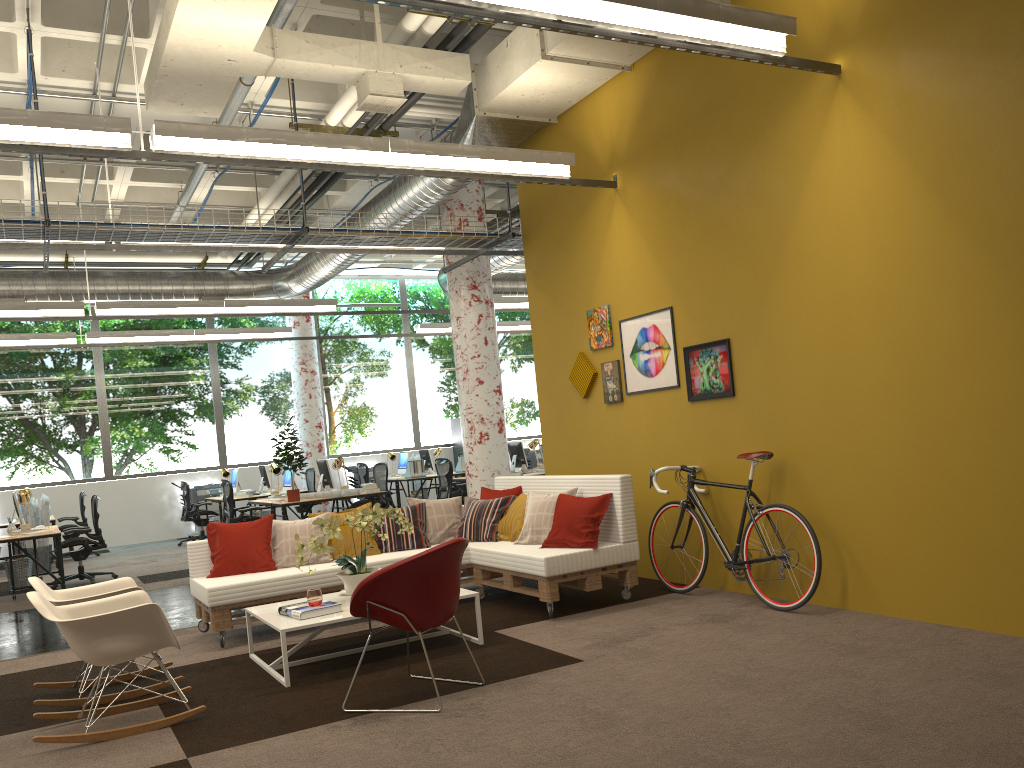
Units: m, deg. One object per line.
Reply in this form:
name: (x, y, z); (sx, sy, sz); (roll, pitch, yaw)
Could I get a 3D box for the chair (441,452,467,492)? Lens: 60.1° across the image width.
chair: (-1.068, 1.906, 17.556); (0.791, 1.085, 0.773); (-4, -2, -45)

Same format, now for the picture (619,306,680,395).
picture: (1.106, -0.255, 7.197); (0.018, 0.632, 0.708); (-5, -2, -29)

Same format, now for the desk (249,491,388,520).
desk: (-2.635, 1.883, 12.008); (1.398, 0.724, 1.947); (-4, -3, -28)

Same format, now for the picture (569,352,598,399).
picture: (0.644, -0.079, 8.038); (0.047, 0.424, 0.426); (-5, -2, -29)

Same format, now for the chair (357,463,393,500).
chair: (-2.572, 1.989, 16.532); (0.791, 1.085, 0.773); (-4, -2, -45)

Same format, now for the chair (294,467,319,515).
chair: (-3.807, 2.081, 16.074); (0.791, 1.085, 0.773); (-4, -2, -45)

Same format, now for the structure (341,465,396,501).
structure: (-2.894, 2.124, 18.050); (1.056, 1.057, 0.504); (-4, -1, -28)

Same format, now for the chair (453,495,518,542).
chair: (-0.248, 1.154, 7.502); (0.518, 0.392, 0.357); (-7, -2, 31)

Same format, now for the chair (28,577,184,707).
chair: (-2.451, 1.481, 5.317); (0.792, 0.753, 0.616); (-4, -2, -28)

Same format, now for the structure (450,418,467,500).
structure: (-0.788, 1.613, 19.209); (0.749, 1.809, 0.640); (-5, -1, -28)

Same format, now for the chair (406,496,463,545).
chair: (-0.620, 1.173, 7.650); (0.544, 0.437, 0.335); (-5, -2, -23)

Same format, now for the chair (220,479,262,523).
chair: (-3.535, 1.775, 11.729); (0.791, 1.085, 0.773); (-4, -2, -45)

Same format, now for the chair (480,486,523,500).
chair: (-0.113, 1.117, 7.764); (0.535, 0.437, 0.286); (-7, -2, 34)

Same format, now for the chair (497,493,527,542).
chair: (0.080, 1.109, 7.265); (0.366, 0.381, 0.523); (-4, -3, -32)

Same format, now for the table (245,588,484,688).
table: (-0.979, 1.575, 5.769); (1.260, 0.330, 0.988); (-4, -4, -28)

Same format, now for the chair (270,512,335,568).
chair: (-1.682, 1.253, 7.030); (0.524, 0.401, 0.332); (-5, -2, -9)

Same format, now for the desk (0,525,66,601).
desk: (-5.943, 2.114, 10.185); (1.398, 0.723, 1.947); (-4, -3, -28)

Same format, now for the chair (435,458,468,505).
chair: (-0.818, 1.627, 13.274); (0.791, 1.085, 0.773); (-4, -2, -45)

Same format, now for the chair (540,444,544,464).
chair: (0.922, 1.766, 18.422); (0.791, 1.085, 0.773); (-4, -2, -45)

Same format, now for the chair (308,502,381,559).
chair: (-1.364, 1.217, 7.237); (0.545, 0.438, 0.317); (-5, -2, -16)

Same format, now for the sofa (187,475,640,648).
sofa: (-0.789, 1.296, 6.674); (2.850, 0.930, 2.024); (-4, -3, -28)

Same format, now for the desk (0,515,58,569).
desk: (-7.729, 2.485, 13.535); (1.398, 0.723, 1.947); (-4, -3, -28)

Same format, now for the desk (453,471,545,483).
desk: (0.082, 1.735, 13.553); (1.398, 0.723, 1.947); (-4, -3, -28)

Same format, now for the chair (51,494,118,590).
chair: (-5.339, 1.922, 10.930); (0.791, 1.085, 0.773); (-4, -2, -45)

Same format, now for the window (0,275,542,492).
window: (-3.078, -0.397, 18.485); (26.151, 3.762, 0.050); (-4, -1, -28)

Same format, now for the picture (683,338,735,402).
picture: (1.466, -0.097, 6.581); (0.042, 0.418, 0.504); (-5, -2, -29)

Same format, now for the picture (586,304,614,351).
picture: (0.770, -0.492, 7.759); (0.027, 0.355, 0.332); (-5, -2, -29)

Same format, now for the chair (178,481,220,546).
chair: (-5.311, 2.165, 15.050); (0.791, 1.085, 0.773); (-4, -2, -45)

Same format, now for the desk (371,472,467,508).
desk: (-1.672, 2.098, 16.811); (1.398, 0.723, 1.947); (-4, -3, -28)

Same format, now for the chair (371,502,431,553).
chair: (-0.946, 1.219, 7.393); (0.523, 0.408, 0.342); (-5, -2, -13)

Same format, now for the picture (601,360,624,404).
picture: (0.865, -0.017, 7.665); (0.027, 0.355, 0.253); (-5, -1, -29)

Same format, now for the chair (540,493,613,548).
chair: (0.477, 1.015, 6.531); (0.520, 0.394, 0.334); (-7, -2, 39)

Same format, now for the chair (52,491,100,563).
chair: (-7.125, 2.293, 14.280); (0.791, 1.085, 0.773); (-4, -2, -45)

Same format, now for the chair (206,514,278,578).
chair: (-2.101, 1.261, 6.856); (0.534, 0.444, 0.302); (-5, -1, -12)

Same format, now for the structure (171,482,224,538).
structure: (-5.732, 2.306, 16.512); (1.056, 1.057, 0.504); (-4, -1, -28)

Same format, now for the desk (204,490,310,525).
desk: (-4.411, 2.273, 15.330); (1.398, 0.723, 1.947); (-4, -3, -28)

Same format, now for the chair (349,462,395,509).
chair: (-2.031, 1.691, 12.753); (0.791, 1.085, 0.773); (-4, -2, -45)

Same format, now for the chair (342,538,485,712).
chair: (-0.510, 1.218, 4.608); (0.638, 0.811, 0.833); (-7, -2, 36)

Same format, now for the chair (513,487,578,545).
chair: (0.260, 1.038, 6.900); (0.527, 0.427, 0.311); (-7, -2, 40)

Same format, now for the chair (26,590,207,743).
chair: (-2.077, 1.403, 4.617); (0.792, 0.753, 0.616); (-4, -2, -28)
